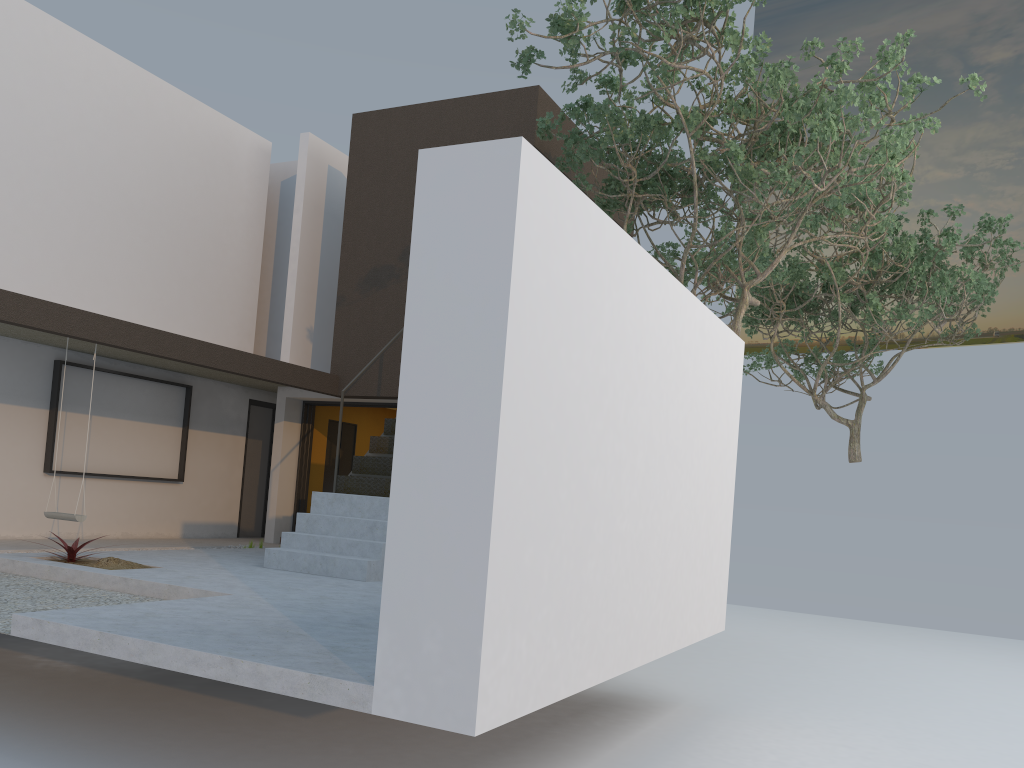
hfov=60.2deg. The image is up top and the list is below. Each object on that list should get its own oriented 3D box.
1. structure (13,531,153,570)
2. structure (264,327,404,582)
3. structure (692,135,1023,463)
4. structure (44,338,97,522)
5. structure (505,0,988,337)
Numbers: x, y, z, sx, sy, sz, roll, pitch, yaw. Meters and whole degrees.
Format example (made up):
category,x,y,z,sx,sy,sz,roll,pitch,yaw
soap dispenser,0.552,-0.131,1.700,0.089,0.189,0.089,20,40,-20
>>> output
category,x,y,z,sx,sy,sz,roll,pitch,yaw
structure,-3.582,1.446,7.504,1.201,0.290,0.752,1,-8,27
structure,-0.169,0.237,10.881,1.156,3.929,6.600,3,-6,27
structure,5.761,-1.029,14.855,5.504,4.683,7.352,4,-6,7
structure,-4.287,0.401,8.639,0.461,1.860,0.129,3,-2,27
structure,2.299,-1.908,9.229,4.331,3.685,5.785,4,-6,7
